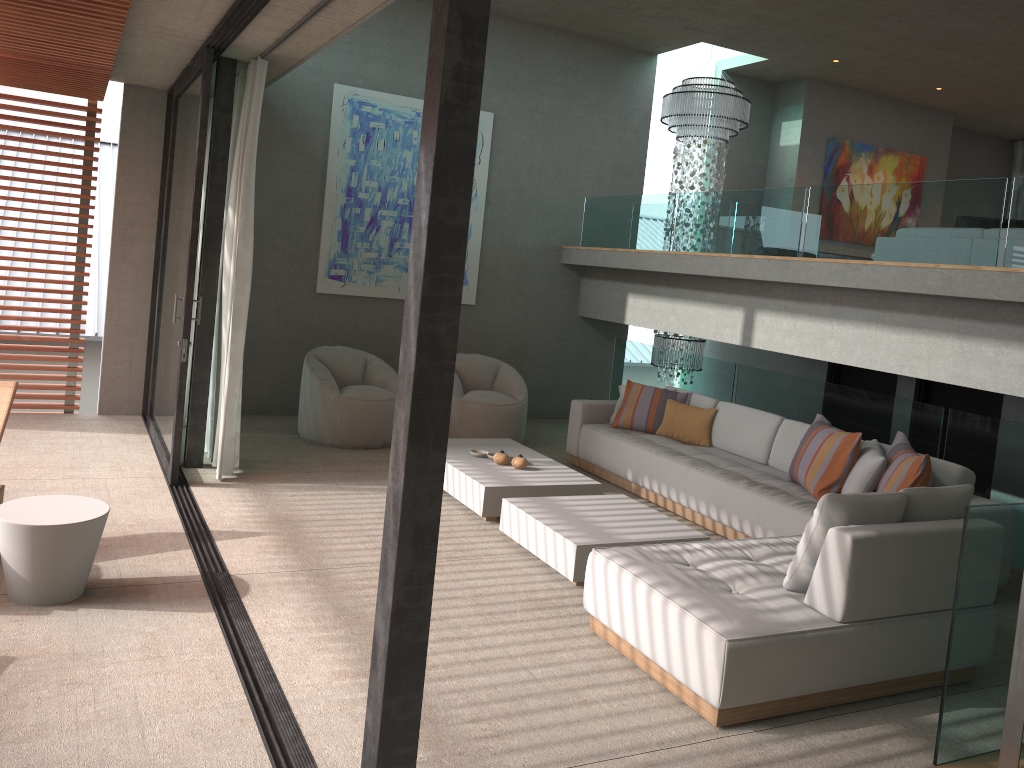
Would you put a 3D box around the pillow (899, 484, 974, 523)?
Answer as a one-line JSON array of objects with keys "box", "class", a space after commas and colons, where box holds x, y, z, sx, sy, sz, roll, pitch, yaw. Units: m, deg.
[{"box": [1.899, 0.701, 4.110, 0.491, 0.496, 0.240, 3, 4, -27], "class": "pillow"}]

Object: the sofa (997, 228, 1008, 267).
[{"box": [4.506, -0.830, 7.337, 0.972, 0.859, 3.276, 3, 8, -27], "class": "sofa"}]

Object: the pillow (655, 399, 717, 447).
[{"box": [1.451, 0.322, 7.307, 0.465, 0.323, 0.226, 9, 5, 26], "class": "pillow"}]

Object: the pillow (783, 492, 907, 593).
[{"box": [1.469, 0.697, 3.895, 0.491, 0.481, 0.268, 3, 5, -27], "class": "pillow"}]

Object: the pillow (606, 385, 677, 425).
[{"box": [1.154, 0.229, 7.754, 0.619, 0.418, 0.312, 7, 5, 10], "class": "pillow"}]

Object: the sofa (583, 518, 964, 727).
[{"box": [1.281, 0.893, 4.097, 1.593, 0.729, 1.021, 2, 7, -27], "class": "sofa"}]

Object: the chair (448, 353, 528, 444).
[{"box": [-0.308, 0.151, 8.387, 0.921, 0.784, 0.927, 5, 6, -3], "class": "chair"}]

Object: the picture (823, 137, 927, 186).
[{"box": [4.623, -2.398, 11.301, 1.747, 1.245, 0.030, 3, 4, -27], "class": "picture"}]

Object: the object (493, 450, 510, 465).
[{"box": [-0.075, 0.530, 6.402, 0.119, 0.105, 0.120, 3, 6, -23], "class": "object"}]

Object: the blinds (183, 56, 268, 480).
[{"box": [-2.357, -0.976, 7.142, 0.222, 2.910, 2.445, 4, 5, -27], "class": "blinds"}]

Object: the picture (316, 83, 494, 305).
[{"box": [-1.066, -1.891, 9.058, 1.716, 2.040, 0.030, 3, 4, -27], "class": "picture"}]

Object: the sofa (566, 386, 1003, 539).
[{"box": [1.720, 0.607, 6.498, 1.047, 0.749, 3.490, 3, 8, -27], "class": "sofa"}]

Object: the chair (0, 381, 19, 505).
[{"box": [-2.794, 0.539, 3.576, 0.699, 0.822, 2.314, 5, 7, -12], "class": "chair"}]

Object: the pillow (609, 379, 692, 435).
[{"box": [1.192, 0.216, 7.558, 0.657, 0.440, 0.341, 8, 5, 16], "class": "pillow"}]

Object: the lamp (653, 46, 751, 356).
[{"box": [2.106, -1.936, 10.259, 1.006, 3.922, 0.998, 9, 4, 43], "class": "lamp"}]

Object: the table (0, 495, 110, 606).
[{"box": [-2.112, 0.765, 4.041, 0.478, 0.391, 0.474, 11, 8, 44], "class": "table"}]

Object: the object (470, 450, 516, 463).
[{"box": [-0.107, 0.543, 6.534, 0.438, 0.039, 0.155, 8, 8, 19], "class": "object"}]

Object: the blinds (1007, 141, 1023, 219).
[{"box": [8.200, -1.963, 11.566, 0.222, 2.715, 3.881, 4, 6, -27], "class": "blinds"}]

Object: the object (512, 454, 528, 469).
[{"box": [0.057, 0.554, 6.323, 0.119, 0.105, 0.120, 6, 6, 7], "class": "object"}]

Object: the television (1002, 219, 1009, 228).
[{"box": [5.771, -1.671, 10.494, 0.963, 0.581, 0.189, 8, 4, 19], "class": "television"}]

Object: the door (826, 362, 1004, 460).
[{"box": [1.100, 0.912, 1.108, 5.809, 4.452, 15.333, 10, 8, 35], "class": "door"}]

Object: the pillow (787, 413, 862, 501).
[{"box": [2.062, 0.495, 5.891, 0.311, 0.492, 0.742, 5, 6, -4], "class": "pillow"}]

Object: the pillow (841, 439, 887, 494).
[{"box": [2.228, 0.575, 5.617, 0.239, 0.403, 0.596, 7, 6, 16], "class": "pillow"}]

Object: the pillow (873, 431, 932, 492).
[{"box": [2.353, 0.585, 5.345, 0.280, 0.502, 0.699, 7, 6, 16], "class": "pillow"}]

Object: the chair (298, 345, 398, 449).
[{"box": [-1.426, 0.100, 7.922, 0.920, 0.784, 0.928, 3, 6, -23], "class": "chair"}]
